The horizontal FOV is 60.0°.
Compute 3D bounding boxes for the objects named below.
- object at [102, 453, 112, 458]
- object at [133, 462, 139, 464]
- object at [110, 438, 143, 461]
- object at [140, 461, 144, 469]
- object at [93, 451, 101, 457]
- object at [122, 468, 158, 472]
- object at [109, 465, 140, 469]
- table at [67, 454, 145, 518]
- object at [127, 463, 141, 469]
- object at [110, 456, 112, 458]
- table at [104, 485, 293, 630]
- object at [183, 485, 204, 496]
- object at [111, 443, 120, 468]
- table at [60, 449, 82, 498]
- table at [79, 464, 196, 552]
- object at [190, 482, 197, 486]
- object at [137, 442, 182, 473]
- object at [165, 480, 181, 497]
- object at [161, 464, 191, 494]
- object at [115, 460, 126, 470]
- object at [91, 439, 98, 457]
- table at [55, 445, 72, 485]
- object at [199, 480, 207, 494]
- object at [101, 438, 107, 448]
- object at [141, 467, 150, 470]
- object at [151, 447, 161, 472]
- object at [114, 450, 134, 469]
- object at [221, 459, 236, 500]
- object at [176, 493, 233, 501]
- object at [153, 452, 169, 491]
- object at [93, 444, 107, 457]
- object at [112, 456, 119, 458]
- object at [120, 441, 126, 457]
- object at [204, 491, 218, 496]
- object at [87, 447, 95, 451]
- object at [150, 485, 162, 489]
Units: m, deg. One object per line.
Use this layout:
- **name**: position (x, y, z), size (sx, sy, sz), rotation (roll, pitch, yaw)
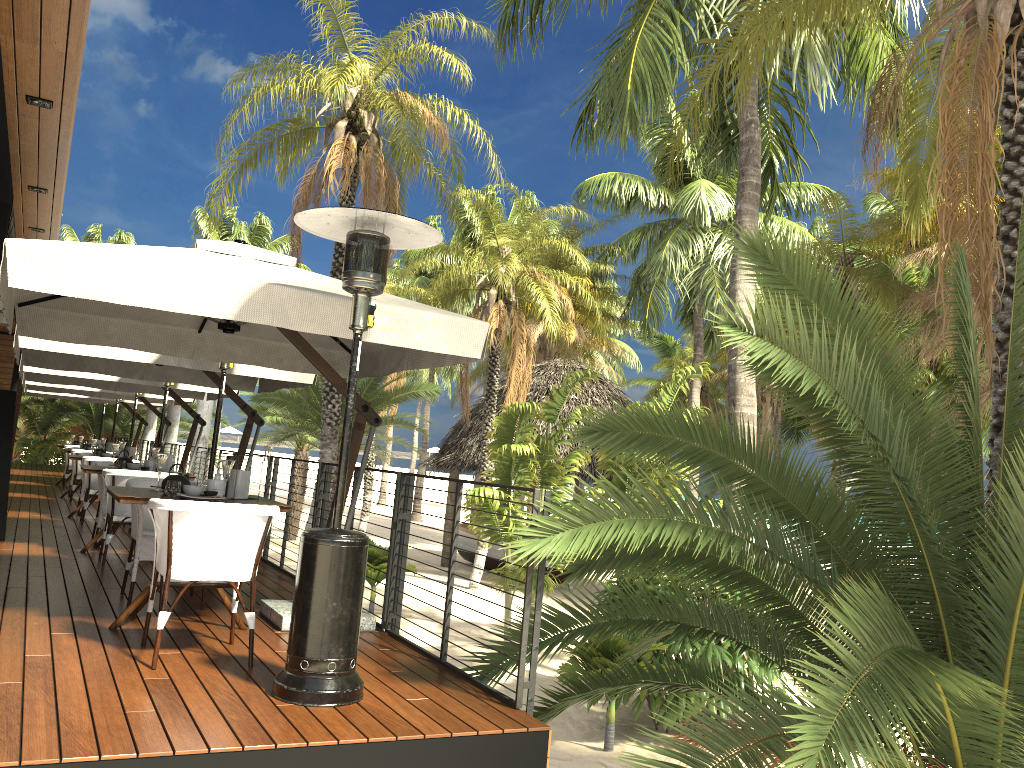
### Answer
- **object**: position (-5.042, 0.897, 11.020), size (0.116, 0.065, 0.116), rotation (8, -7, -29)
- **object**: position (-3.595, 0.775, 8.399), size (0.116, 0.065, 0.116), rotation (8, -6, -24)
- **object**: position (-4.924, 0.837, 11.319), size (0.263, 0.264, 0.263), rotation (3, -6, 17)
- **object**: position (-3.508, 0.779, 8.469), size (0.086, 0.086, 0.086), rotation (8, -7, -23)
- **object**: position (-5.130, 0.872, 10.955), size (0.086, 0.086, 0.086), rotation (8, -7, -23)
- **object**: position (-3.324, 0.775, 7.934), size (0.294, 0.025, 0.170), rotation (8, -6, -28)
- **object**: position (-3.713, 0.796, 8.512), size (0.294, 0.025, 0.170), rotation (8, -6, -28)
- **table**: position (-5.120, 1.314, 11.153), size (0.930, 0.751, 0.931), rotation (8, -7, -28)
- **object**: position (-3.438, 0.756, 8.052), size (0.116, 0.065, 0.116), rotation (8, -6, -24)
- **object**: position (-5.317, 0.937, 11.480), size (0.294, 0.025, 0.170), rotation (8, -6, -28)
- **table**: position (-1.906, 1.031, 5.204), size (0.930, 0.751, 0.931), rotation (8, -7, -28)
- **object**: position (-1.820, 0.614, 5.056), size (0.116, 0.065, 0.116), rotation (8, -6, -24)
- **object**: position (-3.753, 0.673, 8.370), size (0.082, 0.227, 0.082), rotation (8, -7, -27)
- **table**: position (-6.727, 1.455, 14.127), size (0.930, 0.751, 0.931), rotation (8, -7, -28)
- **table**: position (-3.513, 1.173, 8.179), size (0.930, 0.751, 0.931), rotation (8, -7, -28)
- **object**: position (-1.976, 0.633, 5.403), size (0.116, 0.065, 0.116), rotation (8, -6, -24)
- **object**: position (-3.320, 0.696, 8.351), size (0.263, 0.264, 0.263), rotation (3, -6, 17)
- **object**: position (-1.908, 0.589, 4.991), size (0.086, 0.086, 0.086), rotation (8, -7, -23)
- **object**: position (-1.966, 0.558, 5.211), size (0.167, 0.179, 0.163), rotation (9, -7, -30)
- **object**: position (-3.526, 0.731, 7.987), size (0.086, 0.086, 0.086), rotation (8, -7, -23)
- **object**: position (-5.357, 0.814, 11.338), size (0.082, 0.227, 0.082), rotation (10, -8, -39)
- **table**: position (-8.338, 1.596, 17.109), size (0.930, 0.751, 0.931), rotation (8, -7, -28)
- **object**: position (-1.889, 0.637, 5.473), size (0.086, 0.086, 0.086), rotation (8, -7, -23)
- **object**: position (-6.469, 0.973, 14.027), size (0.082, 0.227, 0.082), rotation (8, -7, -27)
- **object**: position (-3.353, 0.780, 8.098), size (0.080, 0.042, 0.080), rotation (9, -7, -36)
- **object**: position (-3.266, 0.691, 8.100), size (0.082, 0.227, 0.082), rotation (8, -7, -27)
- **object**: position (-3.585, 0.700, 8.207), size (0.167, 0.179, 0.163), rotation (9, -7, -30)
- **object**: position (-1.648, 0.549, 5.104), size (0.082, 0.227, 0.082), rotation (8, -7, -27)
- **object**: position (-1.705, 0.633, 4.938), size (0.294, 0.025, 0.170), rotation (8, -6, -28)
- **object**: position (-2.135, 0.531, 5.374), size (0.082, 0.227, 0.082), rotation (8, -7, -27)
- **object**: position (-5.192, 0.840, 11.176), size (0.163, 0.179, 0.167), rotation (8, -7, -26)
- **object**: position (-4.956, 0.921, 11.067), size (0.080, 0.042, 0.080), rotation (3, -6, 23)
- **object**: position (-4.870, 0.832, 11.068), size (0.082, 0.227, 0.082), rotation (8, -7, -27)
- **object**: position (-1.734, 0.638, 5.102), size (0.080, 0.042, 0.080), rotation (9, -7, -36)
- **object**: position (-6.641, 1.037, 13.980), size (0.116, 0.065, 0.116), rotation (8, -7, -29)
- **object**: position (-2.094, 0.654, 5.516), size (0.294, 0.025, 0.170), rotation (8, -6, -28)
